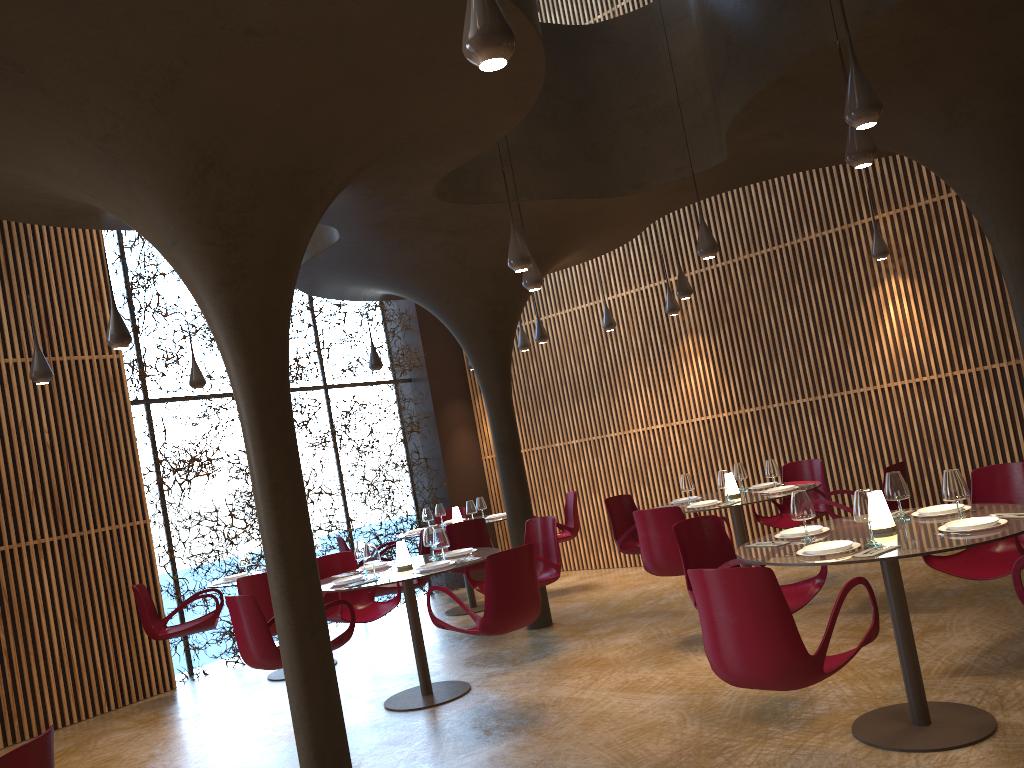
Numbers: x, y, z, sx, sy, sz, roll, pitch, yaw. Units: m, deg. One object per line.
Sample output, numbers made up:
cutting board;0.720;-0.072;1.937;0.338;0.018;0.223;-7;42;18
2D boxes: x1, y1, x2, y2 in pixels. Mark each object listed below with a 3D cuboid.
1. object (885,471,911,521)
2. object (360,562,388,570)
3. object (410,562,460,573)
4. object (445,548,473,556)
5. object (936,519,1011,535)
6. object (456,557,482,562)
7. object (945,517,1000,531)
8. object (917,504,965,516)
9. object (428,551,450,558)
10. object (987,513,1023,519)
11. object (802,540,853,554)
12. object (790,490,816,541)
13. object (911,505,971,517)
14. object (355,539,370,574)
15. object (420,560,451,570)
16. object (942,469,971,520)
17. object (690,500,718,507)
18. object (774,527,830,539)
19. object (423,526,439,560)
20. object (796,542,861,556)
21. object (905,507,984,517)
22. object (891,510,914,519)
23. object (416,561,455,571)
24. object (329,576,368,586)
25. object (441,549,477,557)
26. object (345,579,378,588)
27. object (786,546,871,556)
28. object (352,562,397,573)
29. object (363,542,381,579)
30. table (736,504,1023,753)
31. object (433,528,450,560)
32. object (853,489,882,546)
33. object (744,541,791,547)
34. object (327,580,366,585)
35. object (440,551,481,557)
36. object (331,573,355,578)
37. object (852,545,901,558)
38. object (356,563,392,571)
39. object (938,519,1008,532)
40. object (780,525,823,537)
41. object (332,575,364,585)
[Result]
object;2.341;0.681;5.380;0.142;0.295;0.142;-9;-3;-17
object;-1.270;1.678;8.154;0.264;0.029;0.263;-14;-5;41
object;-0.636;1.512;7.334;0.410;0.012;0.205;-8;-5;-33
object;-0.478;1.521;8.003;0.264;0.029;0.263;-14;-6;42
object;2.435;0.753;4.690;0.410;0.012;0.205;-8;-5;-33
object;-0.362;1.477;7.467;0.126;0.017;0.263;-8;-5;-29
object;2.437;0.742;4.694;0.262;0.029;0.264;-7;-6;-42
object;2.593;0.763;5.359;0.264;0.029;0.263;-14;-6;42
object;-0.644;1.587;8.249;0.261;0.017;0.127;-7;-5;-39
object;2.709;0.719;4.823;0.126;0.017;0.263;-8;-5;-29
object;1.702;0.883;4.773;0.262;0.029;0.264;-8;-5;-31
object;1.737;0.785;5.287;0.142;0.295;0.142;-10;-3;-11
object;2.594;0.772;5.358;0.332;0.014;0.331;-12;-4;22
object;-1.334;1.543;7.931;0.142;0.295;0.142;-10;-3;-11
object;-0.634;1.501;7.337;0.262;0.029;0.264;-8;-5;-26
object;2.469;0.624;4.926;0.142;0.295;0.142;-11;-3;15
object;1.805;1.127;8.329;0.262;0.029;0.264;-6;-6;-44
object;1.802;0.929;5.510;0.331;0.014;0.333;-9;-5;-23
object;-0.730;1.439;8.024;0.142;0.295;0.142;-12;-3;28
object;1.703;0.892;4.773;0.332;0.014;0.331;-13;-5;30
object;2.598;0.773;5.355;0.204;0.012;0.412;-7;-6;-43
object;2.427;0.829;5.605;0.261;0.017;0.127;-7;-5;-39
object;-0.632;1.510;7.337;0.331;0.014;0.333;-9;-4;-19
object;-1.367;1.651;7.416;0.332;0.014;0.331;-13;-5;33
object;-0.476;1.531;8.002;0.332;0.014;0.331;-12;-4;22
object;-1.215;1.611;7.157;0.261;0.017;0.127;-8;-5;-34
object;1.700;0.894;4.776;0.204;0.012;0.412;-7;-5;-39
object;-1.265;1.688;8.157;0.410;0.012;0.205;-7;-5;-37
object;-1.165;1.472;7.390;0.142;0.295;0.142;-12;-3;32
table;2.238;1.402;5.078;1.669;1.129;1.677;-8;-4;-30
object;-0.602;1.382;7.570;0.142;0.295;0.142;-11;-3;15
object;1.906;0.714;4.746;0.142;0.295;0.142;-12;-3;32
object;1.543;0.973;5.362;0.126;0.017;0.263;-8;-5;-33
object;-1.370;1.653;7.420;0.204;0.012;0.412;-7;-5;-39
object;-0.473;1.531;7.999;0.204;0.012;0.412;-7;-6;-43
object;-1.528;1.731;8.005;0.126;0.017;0.263;-8;-5;-33
object;1.855;0.853;4.513;0.261;0.017;0.127;-8;-5;-34
object;-1.269;1.687;8.154;0.331;0.014;0.333;-9;-5;-23
object;2.438;0.752;4.693;0.331;0.014;0.332;-9;-4;-16
object;1.800;0.919;5.511;0.262;0.029;0.264;-7;-6;-42
object;-1.369;1.641;7.417;0.262;0.029;0.264;-7;-5;-41
